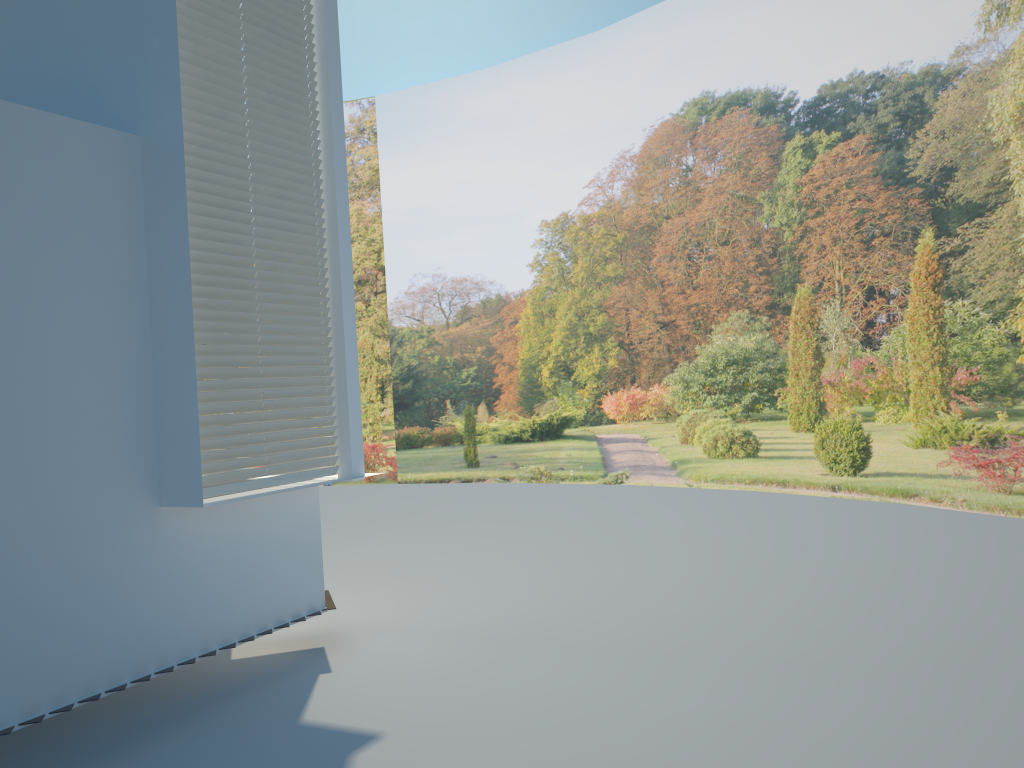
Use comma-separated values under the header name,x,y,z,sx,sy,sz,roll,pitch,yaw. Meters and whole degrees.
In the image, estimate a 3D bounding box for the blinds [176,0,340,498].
name,x,y,z,sx,sy,sz,roll,pitch,yaw
blinds,-2.612,-1.475,6.236,1.220,4.267,3.915,-2,-1,-43
